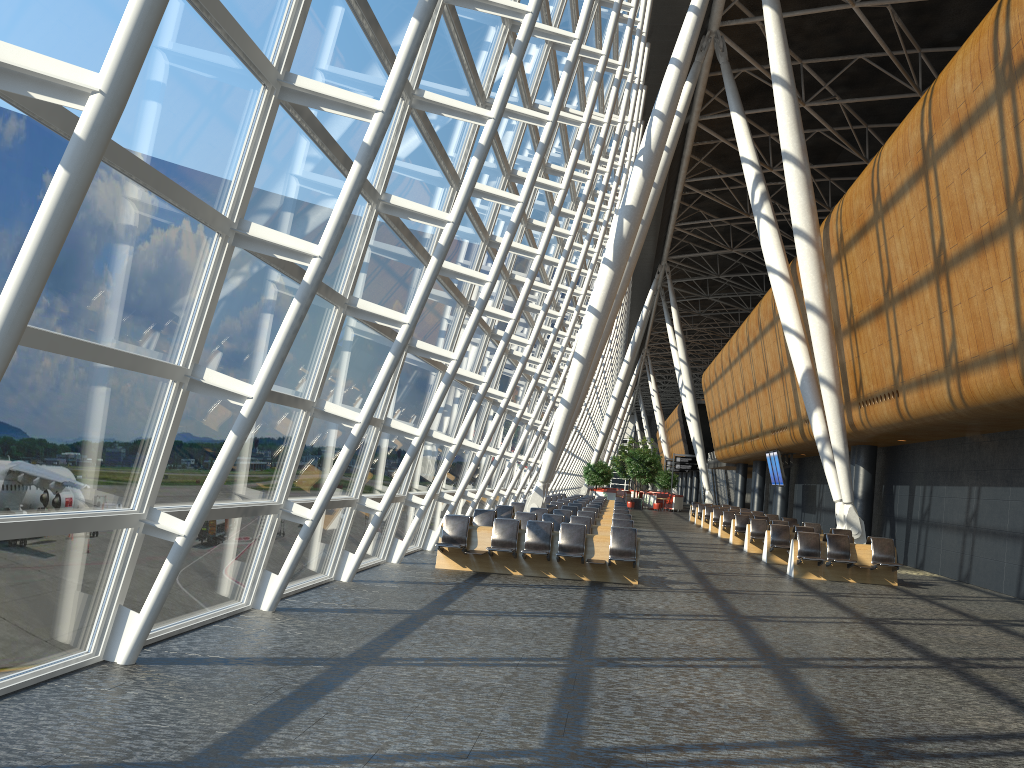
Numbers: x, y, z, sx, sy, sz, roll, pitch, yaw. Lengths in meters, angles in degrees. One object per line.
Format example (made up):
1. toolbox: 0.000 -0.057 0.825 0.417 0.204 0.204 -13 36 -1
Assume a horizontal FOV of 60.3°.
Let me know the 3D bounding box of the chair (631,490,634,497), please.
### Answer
1. chair: 9.701 8.814 68.874 0.661 1.009 0.623 4 -1 -8

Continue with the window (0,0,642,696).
1. window: 8.029 3.372 80.712 3.716 14.006 166.996 4 -6 7

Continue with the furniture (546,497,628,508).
1. furniture: 2.579 4.652 32.263 3.248 0.868 1.667 3 -5 7

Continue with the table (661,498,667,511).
1. table: 9.406 7.458 54.586 0.797 0.749 0.803 3 -3 23

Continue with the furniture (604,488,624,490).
1. furniture: 8.395 9.162 73.131 2.842 1.007 0.887 8 -5 -40

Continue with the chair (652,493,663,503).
1. chair: 9.005 7.364 55.203 0.625 1.009 0.659 5 -2 -38

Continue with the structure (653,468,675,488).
1. structure: 12.623 8.505 73.585 1.891 2.993 1.931 5 -2 -35

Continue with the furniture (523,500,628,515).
1. furniture: 1.866 3.993 26.306 3.248 0.868 1.667 3 -5 7

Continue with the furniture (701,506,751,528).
1. furniture: 8.484 5.312 34.812 1.895 0.868 1.667 3 -5 7

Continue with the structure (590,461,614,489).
1. structure: 5.943 6.709 59.762 1.790 2.850 1.828 5 -2 -35

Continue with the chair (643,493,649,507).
1. chair: 8.790 7.469 56.364 0.621 1.009 0.664 3 -2 42

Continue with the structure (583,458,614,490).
1. structure: 5.352 6.179 55.563 1.923 2.967 1.863 4 -2 -19

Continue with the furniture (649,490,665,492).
1. furniture: 16.017 12.275 97.732 1.895 0.868 1.667 3 -5 7

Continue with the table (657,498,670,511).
1. table: 9.100 7.283 53.082 0.797 0.749 0.803 3 -3 23

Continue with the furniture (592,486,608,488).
1. furniture: 10.468 11.945 98.162 3.248 0.868 1.667 3 -5 7

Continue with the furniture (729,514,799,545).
1. furniture: 7.414 4.323 25.876 1.895 0.868 1.667 3 -5 7

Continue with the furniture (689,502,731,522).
1. furniture: 9.197 5.971 40.770 1.895 0.868 1.667 3 -5 7

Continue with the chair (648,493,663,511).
1. chair: 8.822 7.239 54.105 0.663 1.009 0.621 5 -2 -38

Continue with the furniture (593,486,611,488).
1. furniture: 10.825 12.275 101.141 3.248 0.868 1.667 3 -5 7

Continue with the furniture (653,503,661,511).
1. furniture: 8.683 7.369 52.774 0.442 0.459 0.445 3 -3 19

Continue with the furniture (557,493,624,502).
1. furniture: 3.649 5.641 41.200 3.248 0.868 1.667 3 -5 7

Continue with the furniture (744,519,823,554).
1. furniture: 7.058 3.993 22.897 1.895 0.868 1.667 3 -5 7

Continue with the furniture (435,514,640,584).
1. furniture: 0.439 2.674 14.391 3.248 0.868 1.667 3 -5 7

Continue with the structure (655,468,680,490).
1. structure: 11.059 7.452 63.292 1.739 2.777 1.776 5 -2 -35

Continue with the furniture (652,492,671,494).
1. furniture: 10.789 8.464 64.750 0.891 1.006 2.829 5 -5 -25

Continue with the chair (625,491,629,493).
1. chair: 7.716 7.901 61.282 0.659 1.009 0.625 3 -2 32

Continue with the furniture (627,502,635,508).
1. furniture: 7.073 7.235 52.531 0.445 0.459 0.442 6 -3 -40

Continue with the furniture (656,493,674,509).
1. furniture: 9.898 7.640 57.308 0.891 1.006 2.829 5 -5 -25

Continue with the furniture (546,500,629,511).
1. furniture: 2.222 4.323 29.285 3.248 0.868 1.667 3 -5 7

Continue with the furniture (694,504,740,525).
1. furniture: 8.841 5.641 37.791 1.895 0.868 1.667 3 -5 7

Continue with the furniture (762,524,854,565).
1. furniture: 6.701 3.663 19.919 1.895 0.868 1.667 3 -5 7

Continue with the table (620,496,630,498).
1. table: 6.644 7.087 52.792 0.801 0.749 0.799 5 -3 -22

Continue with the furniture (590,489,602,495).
1. furniture: 5.567 7.331 57.137 0.887 1.006 2.845 3 -5 20

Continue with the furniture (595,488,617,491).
1. furniture: 6.621 7.862 61.625 0.891 1.006 2.829 5 -5 -25

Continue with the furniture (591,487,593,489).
1. furniture: 9.042 10.627 86.247 3.248 0.868 1.667 3 -5 7

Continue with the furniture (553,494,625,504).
1. furniture: 3.292 5.312 38.221 3.248 0.868 1.667 3 -5 7

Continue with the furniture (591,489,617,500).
1. furniture: 5.730 7.039 54.183 0.891 1.006 2.829 5 -5 -25

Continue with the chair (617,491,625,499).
1. chair: 6.630 7.204 55.202 0.621 1.009 0.664 3 -2 32

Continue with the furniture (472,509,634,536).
1. furniture: 0.796 3.004 17.370 3.248 0.868 1.667 3 -5 7

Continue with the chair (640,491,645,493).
1. chair: 9.681 8.292 63.806 0.621 1.009 0.664 3 -2 42

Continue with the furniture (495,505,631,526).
1. furniture: 1.153 3.334 20.349 3.248 0.868 1.667 3 -5 7

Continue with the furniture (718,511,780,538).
1. furniture: 7.771 4.652 28.855 1.895 0.868 1.667 3 -5 7

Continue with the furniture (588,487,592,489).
1. furniture: 8.685 10.297 83.268 3.248 0.868 1.667 3 -5 7

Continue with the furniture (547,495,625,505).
1. furniture: 2.936 4.982 35.242 3.248 0.868 1.667 3 -5 7

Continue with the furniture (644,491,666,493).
1. furniture: 10.897 8.853 68.469 2.842 1.007 0.887 8 -5 -40

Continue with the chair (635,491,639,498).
1. chair: 9.540 8.403 64.978 0.659 1.009 0.625 2 -2 42

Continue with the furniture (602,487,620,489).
1. furniture: 10.112 11.616 95.183 3.248 0.868 1.667 3 -5 7

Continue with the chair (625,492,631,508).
1. chair: 6.825 7.077 53.840 0.659 1.009 0.625 3 -2 32

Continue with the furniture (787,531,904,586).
1. furniture: 6.344 3.334 16.940 1.895 0.868 1.667 3 -5 7

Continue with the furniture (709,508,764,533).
1. furniture: 8.127 4.982 31.833 1.895 0.868 1.667 3 -5 7

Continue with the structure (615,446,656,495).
1. structure: 9.985 7.343 71.534 3.085 4.531 5.774 3 -3 30

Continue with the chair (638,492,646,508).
1. chair: 8.649 7.579 57.535 0.659 1.009 0.625 2 -2 42

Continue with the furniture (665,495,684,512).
1. furniture: 10.061 7.348 54.354 0.887 1.006 2.845 3 -5 20

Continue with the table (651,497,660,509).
1. table: 9.273 7.697 57.008 0.797 0.749 0.803 3 -3 23

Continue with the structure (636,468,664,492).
1. structure: 10.329 7.428 66.940 2.274 3.474 2.227 3 -2 20

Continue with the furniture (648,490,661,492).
1. furniture: 16.373 12.605 100.711 1.895 0.868 1.667 3 -5 7

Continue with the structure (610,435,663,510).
1. structure: 7.658 5.566 55.739 3.093 4.529 5.821 4 -4 0

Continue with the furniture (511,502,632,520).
1. furniture: 1.509 3.663 23.327 3.248 0.868 1.667 3 -5 7

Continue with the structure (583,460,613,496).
1. structure: 5.089 5.960 52.670 1.739 2.777 1.776 5 -2 -35

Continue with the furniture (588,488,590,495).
1. furniture: 7.972 9.638 77.311 3.248 0.868 1.667 3 -5 7
